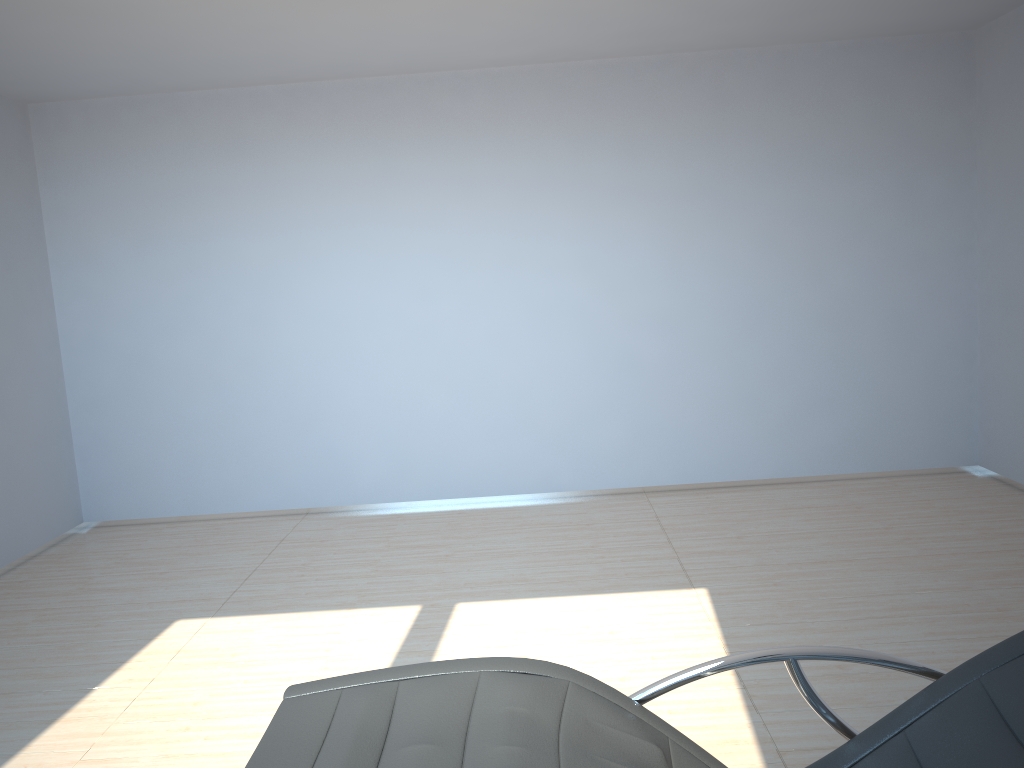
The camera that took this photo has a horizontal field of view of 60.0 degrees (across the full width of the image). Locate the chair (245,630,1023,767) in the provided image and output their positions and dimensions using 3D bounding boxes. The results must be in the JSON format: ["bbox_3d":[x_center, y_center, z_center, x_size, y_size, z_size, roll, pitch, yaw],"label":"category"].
[{"bbox_3d":[0.552,0.860,1.721,2.114,0.953,0.836,-4,7,2],"label":"chair"}]
